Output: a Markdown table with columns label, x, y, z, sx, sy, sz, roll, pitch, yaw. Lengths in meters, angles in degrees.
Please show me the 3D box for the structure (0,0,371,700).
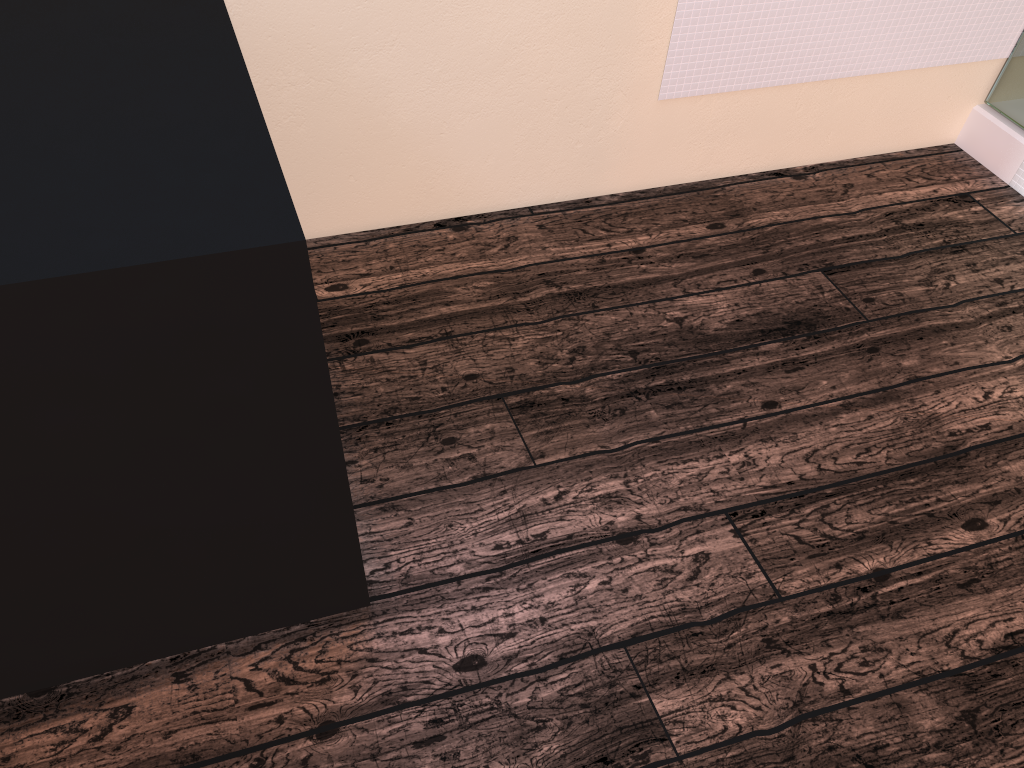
| label | x | y | z | sx | sy | sz | roll | pitch | yaw |
| --- | --- | --- | --- | --- | --- | --- | --- | --- | --- |
| structure | -0.759 | -0.058 | 1.313 | 0.867 | 0.878 | 0.786 | -13 | 51 | -14 |
